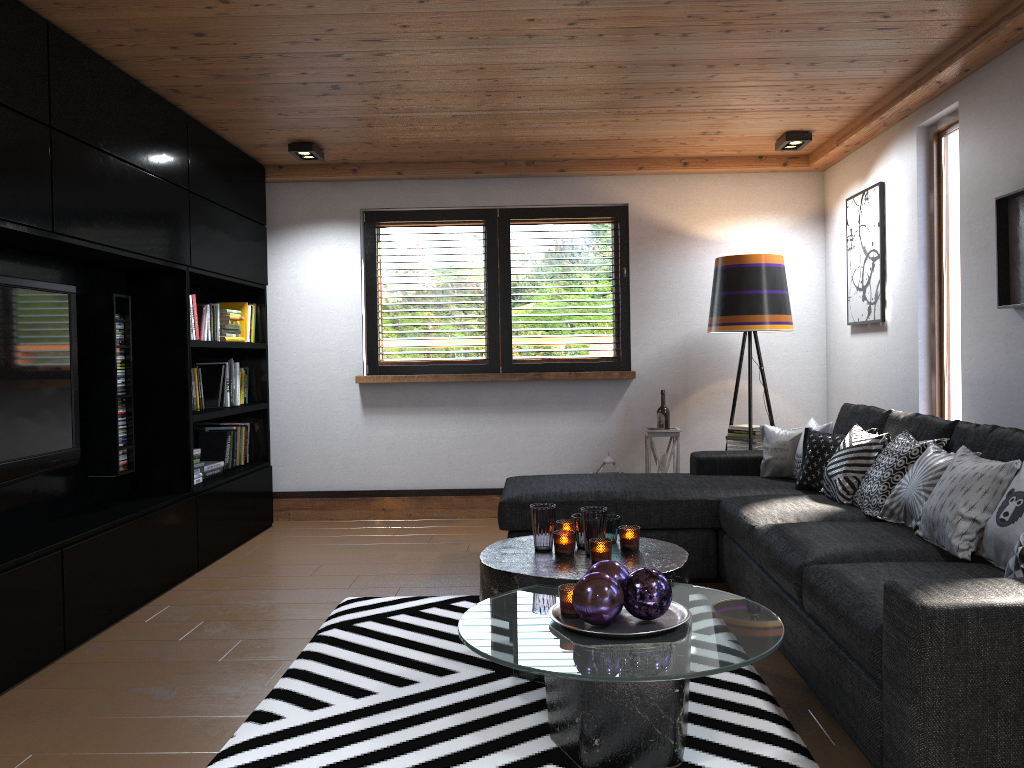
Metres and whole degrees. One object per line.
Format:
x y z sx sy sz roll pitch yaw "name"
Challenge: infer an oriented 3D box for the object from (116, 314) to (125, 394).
-1.918 -0.139 4.176 0.125 0.379 0.125 -1 1 2 "object"

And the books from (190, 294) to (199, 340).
-1.819 -0.365 4.724 0.207 0.270 0.240 -1 1 2 "books"

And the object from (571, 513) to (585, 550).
0.277 0.546 3.271 0.114 0.122 0.112 -2 2 -22 "object"

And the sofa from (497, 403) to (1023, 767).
0.940 0.563 3.491 2.087 0.818 3.092 -1 2 2 "sofa"

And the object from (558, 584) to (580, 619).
0.171 0.616 2.511 0.079 0.081 0.080 -1 1 17 "object"

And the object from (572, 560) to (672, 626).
0.288 0.581 2.493 0.286 0.142 0.262 -1 2 -15 "object"

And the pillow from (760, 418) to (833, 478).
1.493 0.351 4.605 0.218 0.346 0.563 -1 2 -18 "pillow"

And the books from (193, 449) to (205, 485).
-1.845 0.459 4.817 0.258 0.188 0.303 -1 2 8 "books"

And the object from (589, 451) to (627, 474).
0.641 0.673 5.841 0.253 0.462 0.251 -1 1 2 "object"

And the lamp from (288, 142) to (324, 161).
-1.242 -1.411 5.360 0.155 0.068 0.261 -1 2 2 "lamp"

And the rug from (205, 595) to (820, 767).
0.002 1.009 2.627 1.661 0.020 2.903 -1 2 2 "rug"

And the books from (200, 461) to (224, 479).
-1.839 0.504 5.174 0.209 0.073 0.266 -1 2 5 "books"

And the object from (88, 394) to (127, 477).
-1.911 0.240 4.183 0.125 0.379 0.125 -1 1 2 "object"

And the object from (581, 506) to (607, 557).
0.293 0.526 3.154 0.095 0.167 0.093 -2 1 -27 "object"

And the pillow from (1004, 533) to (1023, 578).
1.465 0.434 2.292 0.542 0.346 0.296 -2 2 -38 "pillow"

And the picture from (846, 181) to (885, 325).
2.072 -0.745 5.213 0.020 0.781 0.563 -1 1 2 "picture"

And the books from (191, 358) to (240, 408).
-1.823 -0.006 5.385 0.222 0.296 0.345 -1 1 2 "books"

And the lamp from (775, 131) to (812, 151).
1.686 -1.462 5.317 0.155 0.068 0.261 -1 2 2 "lamp"

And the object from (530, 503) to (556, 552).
0.114 0.526 3.239 0.095 0.167 0.093 -2 1 -27 "object"

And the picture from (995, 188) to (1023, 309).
1.981 -0.521 3.313 0.066 0.451 0.559 -1 2 2 "picture"

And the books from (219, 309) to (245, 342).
-1.818 -0.356 5.484 0.260 0.197 0.296 -1 2 4 "books"

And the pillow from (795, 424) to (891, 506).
1.548 0.371 4.101 0.311 0.364 0.667 -1 2 -3 "pillow"

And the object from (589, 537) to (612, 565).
0.304 0.572 3.025 0.079 0.081 0.080 -1 1 17 "object"

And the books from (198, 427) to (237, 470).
-1.837 0.401 5.530 0.207 0.255 0.245 -1 1 1 "books"

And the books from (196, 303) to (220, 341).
-1.861 -0.360 5.197 0.182 0.232 0.285 -1 2 5 "books"

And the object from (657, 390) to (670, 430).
0.985 0.180 5.771 0.088 0.286 0.087 -2 1 -36 "object"

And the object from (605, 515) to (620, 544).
0.366 0.553 3.364 0.091 0.099 0.094 0 2 38 "object"

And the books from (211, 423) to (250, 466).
-1.830 0.392 5.739 0.212 0.261 0.252 -1 1 2 "books"

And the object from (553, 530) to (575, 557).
0.187 0.570 3.167 0.079 0.081 0.080 -1 1 17 "object"

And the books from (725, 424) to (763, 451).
1.488 0.340 5.524 0.221 0.159 0.253 -2 2 -32 "books"

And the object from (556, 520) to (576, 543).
0.208 0.563 3.370 0.079 0.081 0.080 -1 1 17 "object"

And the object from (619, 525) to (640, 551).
0.429 0.563 3.235 0.079 0.081 0.080 -1 1 17 "object"

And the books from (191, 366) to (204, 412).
-1.853 0.021 4.948 0.210 0.270 0.237 -1 1 1 "books"

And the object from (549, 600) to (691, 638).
0.300 0.647 2.481 0.391 0.022 0.398 0 2 20 "object"

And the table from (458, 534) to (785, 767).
0.316 0.805 2.797 0.895 0.371 1.525 -1 2 3 "table"

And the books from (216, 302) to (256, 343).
-1.785 -0.394 5.743 0.212 0.261 0.210 -1 1 2 "books"

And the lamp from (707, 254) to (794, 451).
2.010 0.048 5.718 1.642 1.698 0.519 -2 1 -20 "lamp"

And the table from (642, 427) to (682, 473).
0.981 0.595 5.783 0.226 0.608 0.225 -1 1 2 "table"

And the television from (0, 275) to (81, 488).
-1.967 -0.008 3.297 0.050 0.813 1.254 -1 2 2 "television"

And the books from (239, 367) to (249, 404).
-1.823 0.015 5.711 0.189 0.238 0.290 -1 1 1 "books"

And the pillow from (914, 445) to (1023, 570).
1.546 0.394 2.819 0.284 0.328 0.725 -1 2 -8 "pillow"

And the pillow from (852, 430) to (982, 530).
1.558 0.388 3.468 0.275 0.355 0.728 -1 2 2 "pillow"
